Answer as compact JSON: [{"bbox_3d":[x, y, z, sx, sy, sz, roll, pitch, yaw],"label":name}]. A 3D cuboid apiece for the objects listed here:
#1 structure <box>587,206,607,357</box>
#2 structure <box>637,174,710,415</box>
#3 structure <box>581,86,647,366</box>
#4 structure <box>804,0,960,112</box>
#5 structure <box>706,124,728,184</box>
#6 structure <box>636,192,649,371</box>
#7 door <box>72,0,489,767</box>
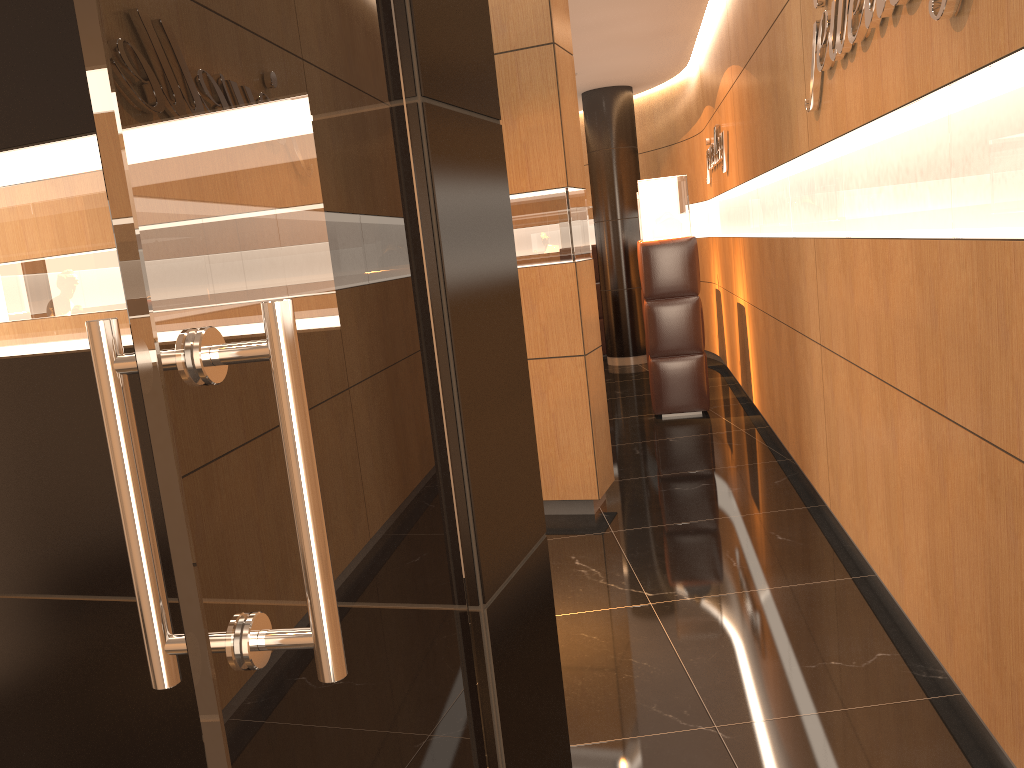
[{"bbox_3d":[1.001,-1.351,11.912,0.484,2.000,0.498,-13,11,-36],"label":"structure"},{"bbox_3d":[1.363,-0.755,7.584,0.498,1.968,0.484,-5,9,8],"label":"structure"},{"bbox_3d":[1.321,-1.968,10.937,0.613,3.430,0.613,-4,9,13],"label":"structure"},{"bbox_3d":[1.164,-1.257,2.925,0.034,0.442,2.050,-5,9,9],"label":"structure"},{"bbox_3d":[1.905,-2.154,8.315,0.034,0.442,2.050,-5,9,9],"label":"structure"},{"bbox_3d":[1.643,-1.078,9.622,0.498,2.000,0.484,-5,9,8],"label":"structure"},{"bbox_3d":[-0.292,-0.099,0.259,0.098,3.285,2.473,-5,9,9],"label":"door"}]
